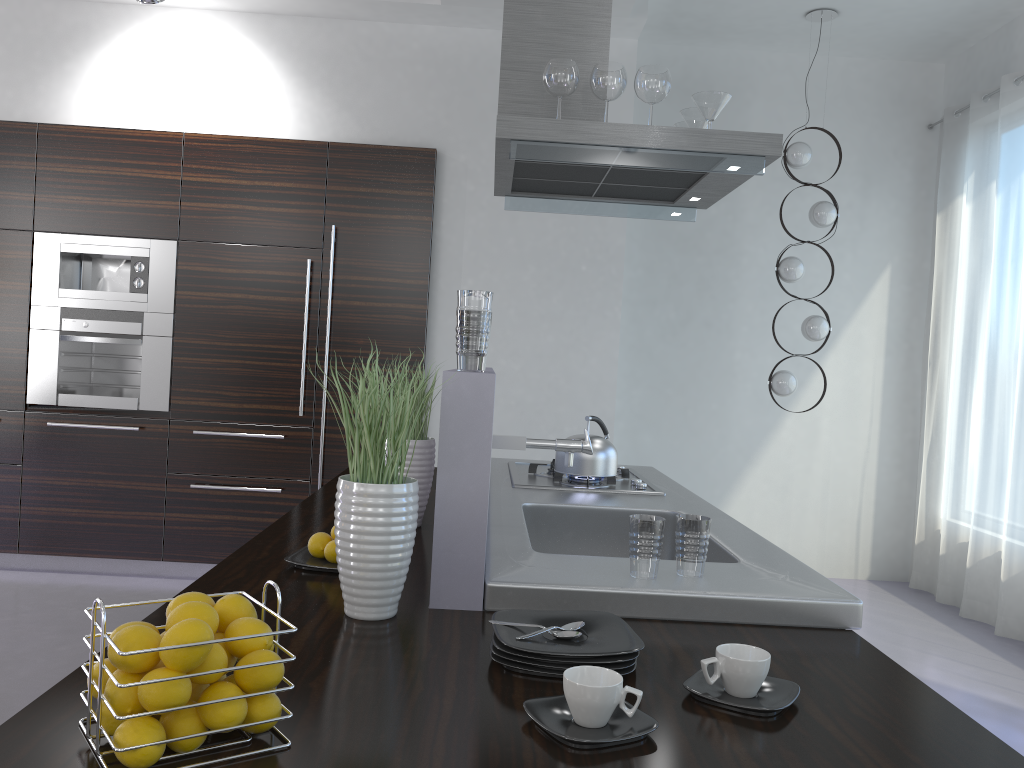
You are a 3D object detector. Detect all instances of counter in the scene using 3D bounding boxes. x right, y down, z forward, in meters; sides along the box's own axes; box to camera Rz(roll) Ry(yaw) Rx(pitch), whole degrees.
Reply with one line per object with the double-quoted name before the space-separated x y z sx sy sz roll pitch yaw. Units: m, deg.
"counter" -0.004 0.621 2.228 1.302 1.300 3.291 3 1 -2

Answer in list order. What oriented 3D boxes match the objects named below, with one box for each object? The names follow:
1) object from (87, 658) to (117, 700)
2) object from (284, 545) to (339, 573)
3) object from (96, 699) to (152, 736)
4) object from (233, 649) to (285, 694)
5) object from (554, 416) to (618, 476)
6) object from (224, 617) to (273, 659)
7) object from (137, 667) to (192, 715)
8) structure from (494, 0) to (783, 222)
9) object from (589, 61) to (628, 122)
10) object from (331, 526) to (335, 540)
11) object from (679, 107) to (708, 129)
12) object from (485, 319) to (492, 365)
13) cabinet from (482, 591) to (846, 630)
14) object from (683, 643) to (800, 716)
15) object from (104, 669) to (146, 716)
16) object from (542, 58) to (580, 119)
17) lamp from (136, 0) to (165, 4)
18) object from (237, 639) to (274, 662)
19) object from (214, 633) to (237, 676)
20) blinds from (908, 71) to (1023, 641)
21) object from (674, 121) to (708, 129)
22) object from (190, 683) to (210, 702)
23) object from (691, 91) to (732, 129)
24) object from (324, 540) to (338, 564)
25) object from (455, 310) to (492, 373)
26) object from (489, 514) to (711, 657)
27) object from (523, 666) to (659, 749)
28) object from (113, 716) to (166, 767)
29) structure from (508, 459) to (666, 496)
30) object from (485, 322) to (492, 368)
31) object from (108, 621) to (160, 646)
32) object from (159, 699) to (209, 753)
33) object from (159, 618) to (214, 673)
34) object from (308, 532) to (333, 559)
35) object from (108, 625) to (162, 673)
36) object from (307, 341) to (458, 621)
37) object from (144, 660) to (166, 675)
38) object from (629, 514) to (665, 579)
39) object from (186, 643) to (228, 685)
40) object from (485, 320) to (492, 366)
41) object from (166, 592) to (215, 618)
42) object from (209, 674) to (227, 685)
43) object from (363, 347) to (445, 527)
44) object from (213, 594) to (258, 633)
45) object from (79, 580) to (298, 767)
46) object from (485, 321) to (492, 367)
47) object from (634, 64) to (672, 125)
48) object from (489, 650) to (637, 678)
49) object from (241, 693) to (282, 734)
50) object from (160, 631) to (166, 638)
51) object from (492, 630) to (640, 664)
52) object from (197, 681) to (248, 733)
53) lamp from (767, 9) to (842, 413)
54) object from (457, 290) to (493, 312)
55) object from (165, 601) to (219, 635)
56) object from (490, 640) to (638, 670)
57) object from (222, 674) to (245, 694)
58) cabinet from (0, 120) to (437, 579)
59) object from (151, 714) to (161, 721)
"object" -0.484 0.357 1.071 0.052 0.054 0.061 3 1 -24
"object" -0.375 0.391 1.979 0.232 0.020 0.232 4 1 7
"object" -0.457 0.387 1.043 0.063 0.053 0.051 4 1 6
"object" -0.300 0.343 1.055 0.060 0.055 0.053 4 2 42
"object" 0.264 0.209 3.120 0.220 0.196 0.229 3 1 -9
"object" -0.323 0.313 1.089 0.063 0.051 0.053 5 2 44
"object" -0.386 0.342 0.989 0.061 0.054 0.053 5 2 45
"structure" 0.425 -1.316 3.282 0.915 1.231 0.981 3 1 -2
"object" 0.315 -0.939 2.932 0.125 0.221 0.125 4 1 23
"object" -0.377 0.330 1.974 0.053 0.047 0.061 3 1 2
"object" 0.674 -0.901 3.231 0.137 0.174 0.137 2 2 -37
"object" -0.080 -0.085 1.820 0.071 0.119 0.072 4 2 38
"cabinet" -0.028 0.844 2.235 1.377 0.852 3.285 3 1 -2
"object" 0.337 0.426 1.298 0.153 0.069 0.153 4 2 32
"object" -0.440 0.353 1.017 0.051 0.055 0.061 3 1 -22
"object" 0.158 -0.948 2.927 0.125 0.221 0.125 4 1 23
"lamp" -1.900 -2.134 4.212 0.171 0.511 0.605 4 1 30
"object" -0.383 0.390 1.313 0.063 0.051 0.053 3 2 -33
"object" -0.366 0.335 1.096 0.051 0.053 0.064 3 1 1
"blinds" 2.762 -0.178 4.303 0.120 3.112 3.245 3 1 -2
"object" 0.685 -0.904 3.408 0.137 0.174 0.137 2 2 -37
"object" -0.397 0.383 1.079 0.052 0.060 0.057 3 1 4
"object" 0.679 -0.897 3.042 0.137 0.174 0.137 2 2 -37
"object" -0.382 0.365 1.932 0.052 0.054 0.061 3 1 -24
"object" -0.078 -0.083 1.739 0.071 0.119 0.072 4 2 38
"object" 0.164 0.340 1.595 0.269 0.147 0.646 4 1 23
"object" 0.103 0.415 1.160 0.153 0.069 0.153 3 1 -28
"object" -0.407 0.392 0.971 0.062 0.052 0.053 4 2 38
"structure" 0.251 0.324 3.317 0.519 0.055 0.709 3 1 -2
"object" -0.086 -0.090 2.062 0.071 0.119 0.072 2 2 -42
"object" -0.455 0.312 1.069 0.053 0.052 0.061 4 1 12
"object" -0.378 0.394 1.023 0.061 0.055 0.050 5 2 44
"object" -0.366 0.294 0.997 0.059 0.060 0.050 3 1 -2
"object" -0.425 0.361 1.979 0.060 0.058 0.070 3 1 -3
"object" -0.431 0.303 1.016 0.063 0.053 0.051 4 1 11
"object" -0.263 0.165 1.589 0.269 0.502 0.247 4 2 41
"object" -0.421 0.350 1.041 0.062 0.053 0.051 4 1 6
"object" 0.268 0.327 1.782 0.071 0.119 0.072 3 1 -2
"object" -0.363 0.323 1.036 0.061 0.051 0.055 3 1 -7
"object" -0.082 -0.087 1.901 0.071 0.119 0.072 4 2 38
"object" -0.407 0.291 1.127 0.063 0.051 0.053 2 2 -44
"object" -0.394 0.381 1.142 0.052 0.057 0.060 3 1 0
"object" -0.310 0.142 2.477 0.247 0.502 0.269 3 1 -1
"object" -0.354 0.297 1.131 0.057 0.060 0.052 3 1 -13
"object" -0.388 0.333 1.061 0.207 0.174 0.189 2 2 -37
"object" -0.084 -0.088 1.982 0.071 0.119 0.072 4 2 38
"object" 0.462 -0.930 2.936 0.125 0.221 0.125 4 1 23
"object" 0.084 0.432 1.425 0.232 0.020 0.232 4 1 7
"object" -0.306 0.394 1.066 0.061 0.053 0.053 5 2 43
"object" -0.421 0.335 1.110 0.052 0.053 0.062 3 1 -30
"object" 0.085 0.412 1.424 0.232 0.020 0.232 3 1 2
"object" -0.334 0.373 1.025 0.062 0.053 0.052 4 2 35
"lamp" 1.770 -1.011 5.290 0.367 2.370 0.180 3 1 -8
"object" -0.075 -0.121 1.739 0.071 0.119 0.072 4 2 38
"object" -0.386 0.290 1.071 0.063 0.053 0.051 3 1 0
"object" 0.084 0.422 1.424 0.232 0.020 0.232 4 1 7
"object" -0.347 0.391 1.110 0.053 0.053 0.061 4 2 41
"cabinet" -2.300 -0.181 5.222 3.600 2.500 0.669 3 1 -2
"object" -0.436 0.386 1.097 0.074 0.063 0.064 4 1 19
